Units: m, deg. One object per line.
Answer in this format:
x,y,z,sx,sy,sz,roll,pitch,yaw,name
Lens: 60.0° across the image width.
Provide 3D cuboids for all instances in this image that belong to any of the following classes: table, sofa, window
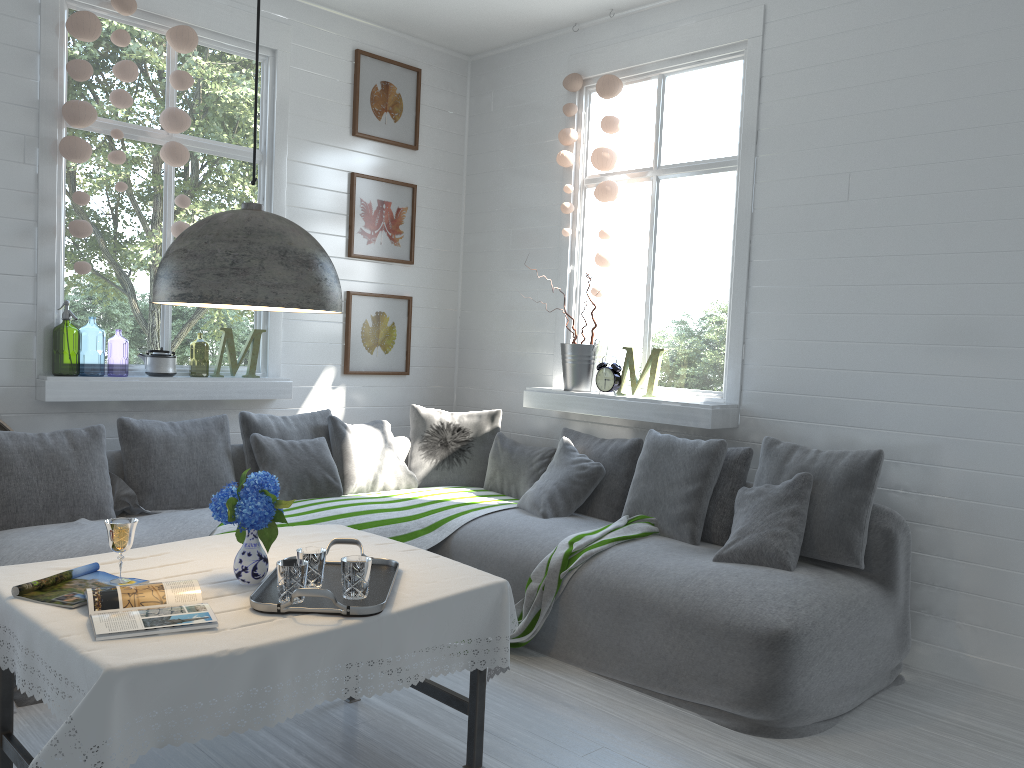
-0.864,0.985,2.959,1.670,0.726,1.326,0,4,-43,table
-0.438,0.909,4.255,3.394,0.900,3.404,0,4,-45,sofa
-1.984,-1.108,5.243,1.482,2.401,0.253,-1,5,-44,window
0.782,-0.991,5.533,0.378,2.401,1.480,-1,5,-44,window

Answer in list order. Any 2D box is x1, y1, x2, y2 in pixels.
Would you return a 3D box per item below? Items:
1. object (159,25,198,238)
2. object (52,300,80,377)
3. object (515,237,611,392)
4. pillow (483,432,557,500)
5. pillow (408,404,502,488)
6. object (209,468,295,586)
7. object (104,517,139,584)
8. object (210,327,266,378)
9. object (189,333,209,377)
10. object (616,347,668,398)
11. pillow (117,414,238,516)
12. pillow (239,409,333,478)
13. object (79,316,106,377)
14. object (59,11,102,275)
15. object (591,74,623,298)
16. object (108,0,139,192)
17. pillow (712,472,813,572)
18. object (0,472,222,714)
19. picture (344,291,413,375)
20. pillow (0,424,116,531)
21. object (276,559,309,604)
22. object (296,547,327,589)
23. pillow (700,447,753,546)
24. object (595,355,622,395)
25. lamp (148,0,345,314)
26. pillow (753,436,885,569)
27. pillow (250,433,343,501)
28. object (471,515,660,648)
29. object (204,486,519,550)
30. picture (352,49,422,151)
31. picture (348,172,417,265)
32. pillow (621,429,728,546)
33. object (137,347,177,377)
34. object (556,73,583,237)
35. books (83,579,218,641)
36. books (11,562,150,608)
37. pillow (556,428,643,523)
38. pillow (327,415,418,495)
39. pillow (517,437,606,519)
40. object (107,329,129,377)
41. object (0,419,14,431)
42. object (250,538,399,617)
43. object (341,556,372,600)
-1.957,-1.370,5.189,0.200,1.428,0.196,0,4,-34,object
-2.431,-0.251,4.838,0.136,0.416,0.136,6,5,42,object
0.315,-0.416,5.571,0.635,0.937,0.847,3,3,3,object
0.068,0.557,5.797,0.280,0.439,0.495,0,4,-43,pillow
-0.393,0.441,6.067,0.638,0.561,0.395,2,3,-5,pillow
-0.837,0.451,2.849,0.236,0.377,0.265,0,5,-42,object
-1.205,0.515,2.733,0.098,0.192,0.098,1,4,-24,object
-1.718,-0.194,5.568,0.330,0.311,0.052,1,4,-34,object
-1.902,-0.175,5.396,0.111,0.270,0.110,1,4,-27,object
0.803,-0.073,5.548,0.330,0.311,0.052,5,4,35,object
-1.841,0.441,4.928,0.641,0.521,0.280,0,4,-44,pillow
-1.336,0.445,5.410,0.639,0.561,0.278,0,5,-44,pillow
-2.346,-0.209,4.951,0.137,0.335,0.137,0,4,-37,object
-2.344,-1.299,4.812,0.197,1.406,0.193,3,4,6,object
0.595,-1.275,5.725,0.197,1.428,0.200,2,4,-4,object
-2.169,-1.618,4.949,0.150,1.090,0.152,2,4,-9,object
1.210,0.647,4.263,0.380,0.464,0.416,5,4,31,pillow
-2.055,0.846,4.114,1.212,0.925,1.682,2,3,-4,object
-0.954,-0.356,6.366,0.555,0.581,0.036,0,5,-44,picture
-2.295,0.474,4.356,0.639,0.522,0.278,0,5,-45,pillow
-0.654,0.588,2.635,0.095,0.120,0.095,1,3,-20,object
-0.634,0.581,2.796,0.095,0.120,0.095,5,4,30,object
0.978,0.575,4.884,0.280,0.521,0.640,-1,4,-44,pillow
0.607,-0.054,5.569,0.075,0.250,0.182,-1,5,-45,object
-0.789,-1.261,2.766,0.600,2.047,0.600,4,4,16,lamp
1.461,0.569,4.377,0.278,0.561,0.638,-1,5,-44,pillow
-1.293,0.509,5.264,0.528,0.446,0.277,1,4,-30,pillow
0.234,0.903,4.541,1.581,0.834,0.621,2,3,-20,object
-1.208,0.921,4.809,3.164,0.474,1.042,0,4,-44,object
-0.877,-1.995,6.262,0.555,0.581,0.036,0,5,-44,picture
-0.916,-1.168,6.314,0.555,0.581,0.036,0,5,-44,picture
0.868,0.557,4.789,0.296,0.573,0.509,-1,5,-45,pillow
-2.081,-0.132,5.236,0.208,0.174,0.186,4,3,26,object
0.379,-1.547,6.009,0.152,1.090,0.150,4,4,21,object
-1.025,0.615,2.497,0.300,0.049,0.422,1,3,-30,books
-1.287,0.601,2.661,0.229,0.043,0.300,4,3,19,books
0.470,0.557,5.385,0.278,0.522,0.638,-1,5,-45,pillow
-0.933,0.454,5.725,0.344,0.526,0.616,6,4,44,pillow
0.274,0.560,5.215,0.416,0.464,0.380,1,4,-30,pillow
-2.242,-0.176,5.048,0.111,0.270,0.110,1,4,-27,object
-2.881,0.616,4.330,0.584,1.139,1.111,5,4,30,object
-0.577,0.606,2.821,0.398,0.092,0.650,3,3,-2,object
-0.477,0.593,2.709,0.095,0.120,0.095,1,3,-20,object
